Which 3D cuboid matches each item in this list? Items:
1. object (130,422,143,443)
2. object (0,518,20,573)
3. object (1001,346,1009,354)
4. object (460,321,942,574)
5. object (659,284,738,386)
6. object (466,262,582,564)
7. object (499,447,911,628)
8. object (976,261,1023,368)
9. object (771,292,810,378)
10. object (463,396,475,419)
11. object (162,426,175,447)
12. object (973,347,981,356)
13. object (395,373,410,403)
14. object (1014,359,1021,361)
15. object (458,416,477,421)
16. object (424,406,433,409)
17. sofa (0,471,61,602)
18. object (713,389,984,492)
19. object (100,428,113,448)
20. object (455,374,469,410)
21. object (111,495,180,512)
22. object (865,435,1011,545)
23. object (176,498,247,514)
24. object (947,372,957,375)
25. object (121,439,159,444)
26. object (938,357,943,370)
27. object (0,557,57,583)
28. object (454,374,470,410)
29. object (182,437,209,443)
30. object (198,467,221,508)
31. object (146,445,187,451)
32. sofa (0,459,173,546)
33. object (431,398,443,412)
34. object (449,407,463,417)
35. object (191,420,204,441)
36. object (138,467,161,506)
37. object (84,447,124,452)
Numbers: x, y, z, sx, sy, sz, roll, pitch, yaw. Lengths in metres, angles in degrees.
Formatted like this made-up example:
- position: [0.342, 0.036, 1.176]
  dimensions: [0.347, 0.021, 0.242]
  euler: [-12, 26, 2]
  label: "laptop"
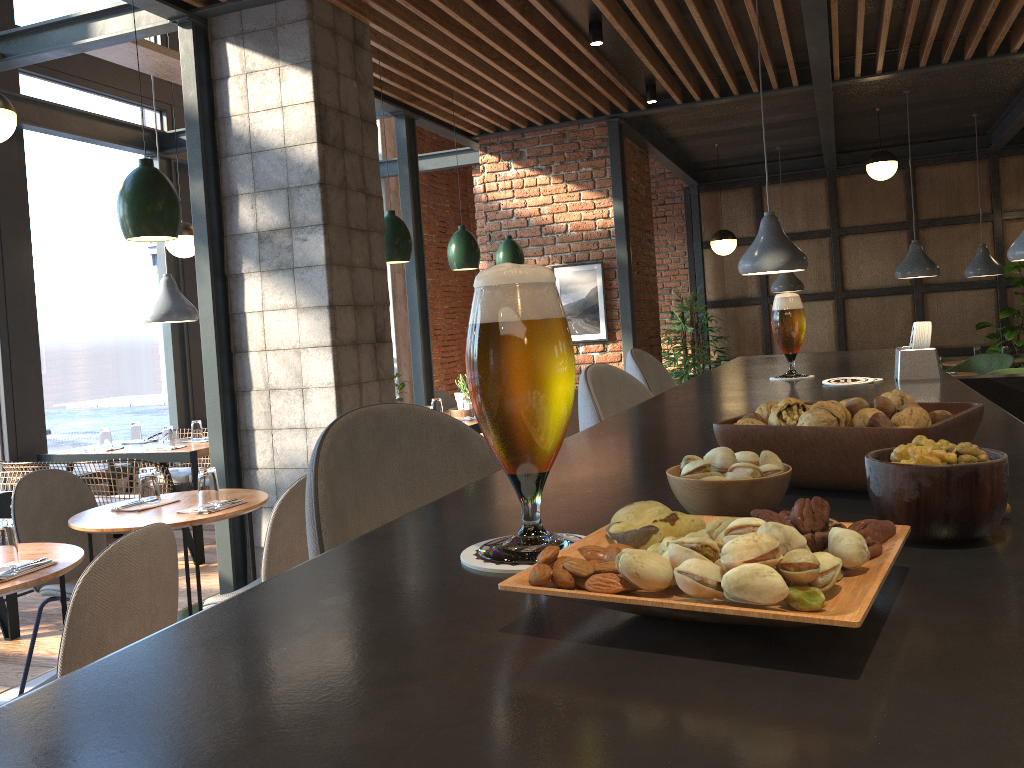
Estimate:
- position: [-2.651, 0.341, 6.242]
  dimensions: [0.080, 0.138, 0.080]
  euler: [-3, 2, 23]
  label: "object"
- position: [-1.416, 0.447, 2.461]
  dimensions: [0.080, 0.138, 0.080]
  euler: [-5, 2, -29]
  label: "object"
- position: [4.741, -0.294, 8.521]
  dimensions: [0.080, 0.138, 0.080]
  euler: [-3, 2, 28]
  label: "object"
- position: [0.402, -0.009, 1.162]
  dimensions: [0.322, 0.106, 1.514]
  euler: [-3, 4, 24]
  label: "object"
- position: [2.109, -0.320, 10.291]
  dimensions: [0.979, 1.721, 0.914]
  euler: [-4, 1, -14]
  label: "object"
- position: [0.007, 0.014, 0.560]
  dimensions: [0.070, 0.182, 0.070]
  euler: [-3, 1, 41]
  label: "object"
- position: [0.133, 0.077, 0.497]
  dimensions: [0.164, 0.052, 0.292]
  euler: [-2, 4, 29]
  label: "object"
- position: [5.337, -0.506, 9.095]
  dimensions: [1.055, 1.793, 0.723]
  euler: [-3, 1, 31]
  label: "object"
- position: [0.581, -0.104, 1.856]
  dimensions: [0.070, 0.178, 0.070]
  euler: [-3, 1, 24]
  label: "object"
- position: [-0.280, 0.150, 5.696]
  dimensions: [0.080, 0.138, 0.080]
  euler: [-4, 2, -16]
  label: "object"
- position: [-2.232, 0.342, 5.750]
  dimensions: [0.080, 0.138, 0.080]
  euler: [-3, 2, 23]
  label: "object"
- position: [4.608, -0.301, 8.777]
  dimensions: [0.080, 0.138, 0.080]
  euler: [-4, 1, -2]
  label: "object"
- position: [-1.600, 0.141, 8.771]
  dimensions: [0.858, 1.496, 0.900]
  euler: [-3, 2, 40]
  label: "object"
- position: [4.736, -0.226, 8.492]
  dimensions: [0.243, 0.019, 0.157]
  euler: [-6, 4, -25]
  label: "object"
- position: [-0.261, 0.216, 5.669]
  dimensions: [0.157, 0.019, 0.243]
  euler: [-3, 4, 21]
  label: "object"
- position: [-0.488, 0.198, 5.149]
  dimensions: [0.080, 0.138, 0.080]
  euler: [-3, 2, 44]
  label: "object"
- position: [-2.914, 0.868, 4.743]
  dimensions: [1.090, 0.732, 0.471]
  euler: [-3, 2, 21]
  label: "sofa"
- position: [0.275, 0.043, 0.719]
  dimensions: [0.168, 0.072, 0.168]
  euler: [-1, 4, 41]
  label: "object"
- position: [-2.721, 0.364, 5.936]
  dimensions: [0.080, 0.138, 0.080]
  euler: [-4, 1, -4]
  label: "object"
- position: [-0.299, 0.070, 5.923]
  dimensions: [0.115, 0.282, 0.128]
  euler: [-4, 1, 17]
  label: "object"
- position: [-1.392, 0.454, 3.390]
  dimensions: [0.157, 0.019, 0.243]
  euler: [-2, 4, 26]
  label: "object"
- position: [0.263, 0.061, 0.547]
  dimensions: [0.078, 0.060, 0.108]
  euler: [-3, 3, 29]
  label: "object"
- position: [-1.100, 0.444, 3.227]
  dimensions: [0.157, 0.019, 0.243]
  euler: [-2, 4, 26]
  label: "object"
- position: [3.654, -0.091, 7.526]
  dimensions: [0.157, 0.019, 0.243]
  euler: [-5, 4, -15]
  label: "object"
- position: [-2.618, 0.404, 6.258]
  dimensions: [0.242, 0.019, 0.158]
  euler: [-3, 4, 20]
  label: "object"
- position: [3.622, -0.156, 7.539]
  dimensions: [0.080, 0.138, 0.080]
  euler: [-5, 2, -32]
  label: "object"
- position: [-1.396, 0.513, 2.435]
  dimensions: [0.157, 0.019, 0.243]
  euler: [-3, 4, 18]
  label: "object"
- position: [-0.320, 0.066, 6.047]
  dimensions: [0.146, 0.276, 0.146]
  euler: [-4, 1, 2]
  label: "object"
- position: [-2.119, 0.381, 6.067]
  dimensions: [0.242, 0.019, 0.158]
  euler: [-2, 4, 23]
  label: "object"
- position: [-1.117, 0.377, 3.255]
  dimensions: [0.080, 0.138, 0.080]
  euler: [-4, 1, -11]
  label: "object"
- position: [-2.246, 0.410, 5.733]
  dimensions: [0.242, 0.019, 0.158]
  euler: [-3, 4, 20]
  label: "object"
- position: [-2.640, 0.804, 5.470]
  dimensions: [1.090, 0.732, 0.471]
  euler: [-3, 2, 21]
  label: "sofa"
- position: [-0.485, 0.162, 5.728]
  dimensions: [0.080, 0.138, 0.080]
  euler: [-3, 2, 44]
  label: "object"
- position: [-0.301, 0.185, 5.996]
  dimensions: [0.251, 0.046, 0.253]
  euler: [-4, 3, -6]
  label: "object"
- position: [-2.152, 0.318, 6.053]
  dimensions: [0.080, 0.138, 0.080]
  euler: [-4, 1, -4]
  label: "object"
- position: [-1.381, 0.388, 3.368]
  dimensions: [0.080, 0.138, 0.080]
  euler: [-4, 1, -1]
  label: "object"
- position: [-2.733, 0.432, 5.919]
  dimensions: [0.242, 0.019, 0.158]
  euler: [-2, 4, 23]
  label: "object"
